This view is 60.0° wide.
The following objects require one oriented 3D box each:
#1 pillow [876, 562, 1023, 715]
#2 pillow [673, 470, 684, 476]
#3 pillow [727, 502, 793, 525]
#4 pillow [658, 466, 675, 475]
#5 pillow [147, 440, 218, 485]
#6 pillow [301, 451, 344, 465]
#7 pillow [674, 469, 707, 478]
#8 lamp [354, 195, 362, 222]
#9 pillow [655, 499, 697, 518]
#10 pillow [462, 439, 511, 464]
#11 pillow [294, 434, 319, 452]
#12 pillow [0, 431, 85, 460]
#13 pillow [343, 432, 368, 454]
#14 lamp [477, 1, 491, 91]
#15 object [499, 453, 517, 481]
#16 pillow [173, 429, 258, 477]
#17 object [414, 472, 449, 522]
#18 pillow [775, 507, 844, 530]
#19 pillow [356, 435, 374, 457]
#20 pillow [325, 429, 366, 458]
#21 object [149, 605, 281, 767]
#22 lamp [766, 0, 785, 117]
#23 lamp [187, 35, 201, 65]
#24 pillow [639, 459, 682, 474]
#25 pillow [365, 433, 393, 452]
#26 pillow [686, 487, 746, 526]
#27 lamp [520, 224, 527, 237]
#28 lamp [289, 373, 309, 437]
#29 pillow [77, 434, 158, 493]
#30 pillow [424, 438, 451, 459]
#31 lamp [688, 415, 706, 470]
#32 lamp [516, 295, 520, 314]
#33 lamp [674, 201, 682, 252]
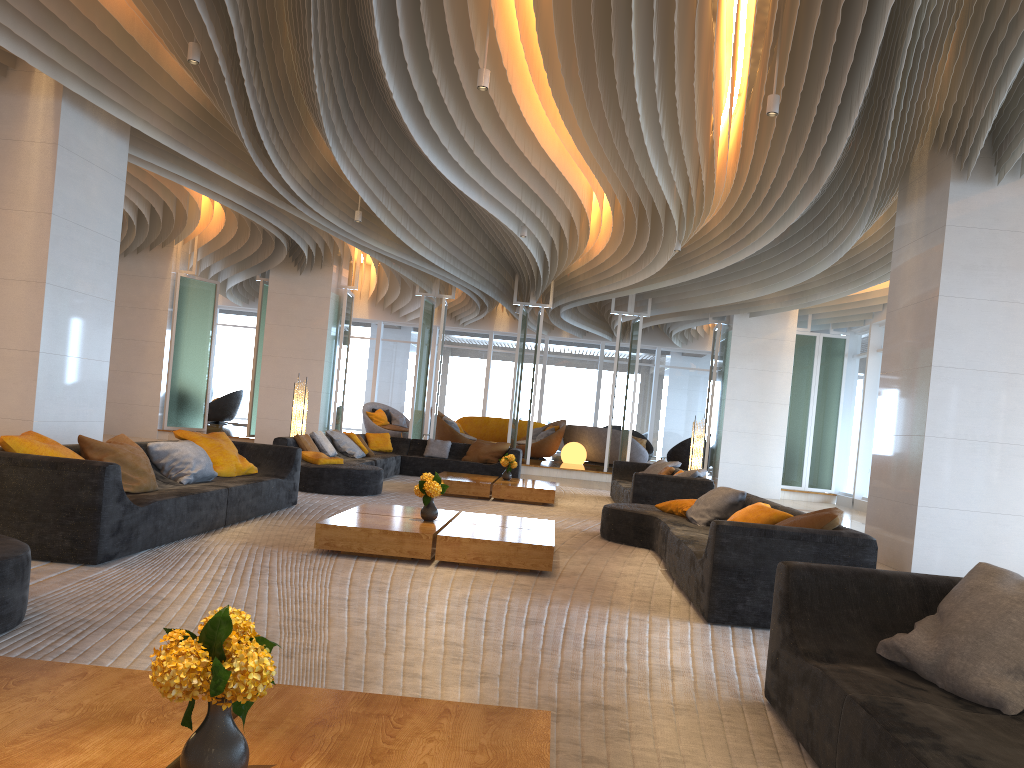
[{"bbox_3d":[1.610,0.814,2.951,0.554,0.378,0.630,6,-2,-20],"label":"pillow"},{"bbox_3d":[2.001,1.225,11.060,0.321,0.312,0.409,5,-1,4],"label":"pillow"},{"bbox_3d":[1.690,1.043,6.306,0.450,0.394,0.638,5,-2,2],"label":"pillow"},{"bbox_3d":[2.063,1.284,12.287,0.322,0.312,0.408,5,-1,0],"label":"pillow"},{"bbox_3d":[-2.640,0.647,7.132,0.419,0.377,0.588,5,-2,4],"label":"pillow"},{"bbox_3d":[-2.291,0.891,10.644,0.403,0.136,0.424,4,-3,36],"label":"pillow"},{"bbox_3d":[1.994,1.174,10.546,0.539,0.378,0.648,5,-2,24],"label":"pillow"},{"bbox_3d":[-1.993,-2.924,11.866,0.091,1.506,0.087,5,1,-43],"label":"lamp"},{"bbox_3d":[1.677,1.162,8.249,0.597,0.193,0.440,7,-2,-33],"label":"pillow"},{"bbox_3d":[-0.425,1.119,14.654,0.629,0.378,0.555,5,-2,24],"label":"pillow"},{"bbox_3d":[-2.500,0.781,10.959,0.328,0.311,0.425,5,-1,4],"label":"pillow"},{"bbox_3d":[-2.793,0.502,5.449,0.554,0.378,0.630,6,-2,-20],"label":"pillow"},{"bbox_3d":[-2.329,0.875,13.101,0.330,0.335,0.415,6,-1,-32],"label":"pillow"},{"bbox_3d":[-0.151,-2.971,6.663,0.090,1.506,0.087,5,1,-25],"label":"lamp"},{"bbox_3d":[-0.049,1.120,12.019,0.232,0.377,0.270,5,0,34],"label":"object"},{"bbox_3d":[-2.662,0.624,8.032,0.539,0.378,0.648,5,-2,24],"label":"pillow"},{"bbox_3d":[-0.615,0.836,6.619,0.233,0.377,0.269,5,0,24],"label":"object"},{"bbox_3d":[1.737,0.933,5.451,0.539,0.378,0.648,5,-2,24],"label":"pillow"},{"bbox_3d":[-2.254,0.917,13.257,0.336,0.319,0.405,6,-1,-30],"label":"pillow"},{"bbox_3d":[-2.391,0.862,12.765,0.547,0.377,0.651,5,-2,-2],"label":"pillow"},{"bbox_3d":[-0.606,0.632,1.811,0.265,0.377,0.237,5,0,4],"label":"object"},{"bbox_3d":[2.018,-2.766,6.628,0.089,1.506,0.088,5,1,-7],"label":"lamp"},{"bbox_3d":[-2.335,-3.177,6.689,0.089,1.506,0.088,5,1,-7],"label":"lamp"},{"bbox_3d":[2.124,1.297,13.129,0.554,0.378,0.630,6,-2,-20],"label":"pillow"},{"bbox_3d":[-2.199,0.956,14.657,0.415,0.316,0.336,6,-1,-26],"label":"pillow"},{"bbox_3d":[1.762,1.093,7.725,0.461,0.416,0.666,5,-2,3],"label":"pillow"},{"bbox_3d":[0.221,-2.715,11.831,0.091,1.506,0.087,5,1,-43],"label":"lamp"},{"bbox_3d":[-3.156,0.563,13.121,0.250,1.451,0.250,5,1,2],"label":"lamp"},{"bbox_3d":[-2.690,0.560,6.091,0.443,0.410,0.603,5,-1,4],"label":"pillow"},{"bbox_3d":[-1.230,1.071,14.650,0.406,0.312,0.323,5,-1,4],"label":"pillow"},{"bbox_3d":[2.905,1.177,13.995,0.250,1.451,0.250,5,1,2],"label":"lamp"},{"bbox_3d":[0.200,-2.361,20.186,0.088,1.506,0.089,6,1,11],"label":"lamp"},{"bbox_3d":[2.269,-2.521,11.800,0.091,1.506,0.087,5,1,-43],"label":"lamp"}]
